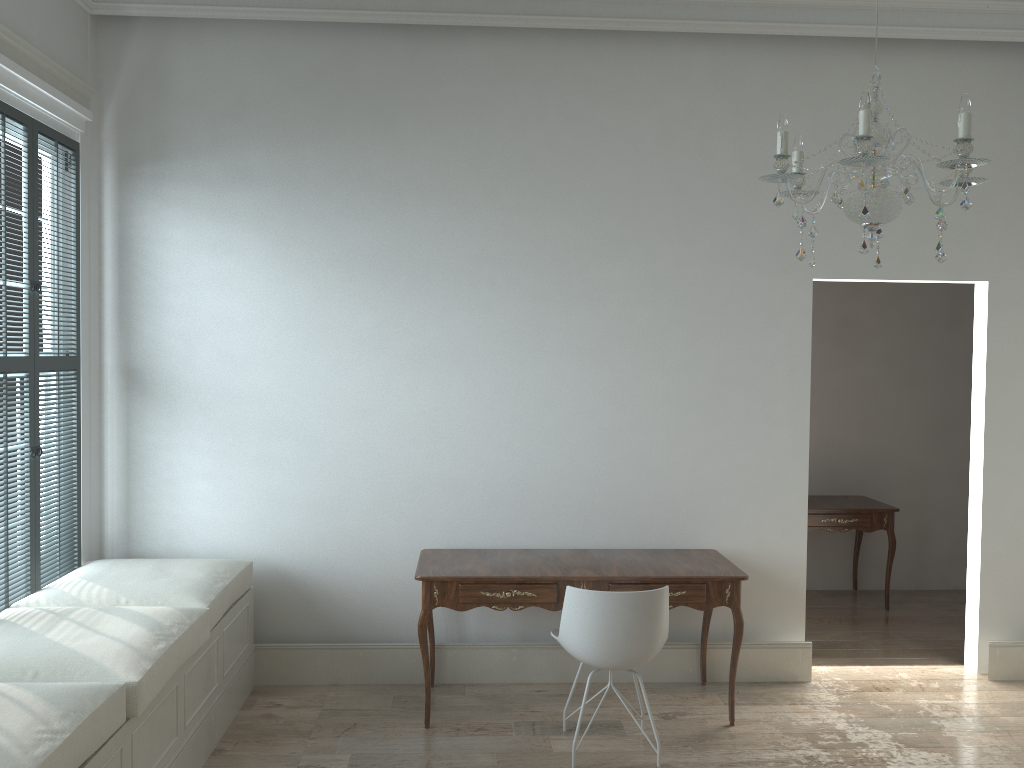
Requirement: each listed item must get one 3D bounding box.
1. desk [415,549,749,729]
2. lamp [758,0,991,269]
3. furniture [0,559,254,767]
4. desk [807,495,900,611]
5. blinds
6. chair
[{"bbox_3d":[0.290,1.146,4.060,1.443,0.668,0.555,1,2,-3],"label":"desk"},{"bbox_3d":[1.022,-1.612,2.448,0.577,2.542,0.648,-1,2,-33],"label":"lamp"},{"bbox_3d":[-1.539,1.075,2.655,0.837,0.459,3.150,1,2,-3],"label":"furniture"},{"bbox_3d":[2.042,1.110,5.856,0.800,0.668,0.555,1,2,-3],"label":"desk"},{"bbox_3d":[-1.953,-0.093,2.614,0.141,2.238,3.076,1,2,-3],"label":"blinds"},{"bbox_3d":[0.404,1.137,3.625,0.478,0.715,0.514,1,2,-3],"label":"chair"}]
